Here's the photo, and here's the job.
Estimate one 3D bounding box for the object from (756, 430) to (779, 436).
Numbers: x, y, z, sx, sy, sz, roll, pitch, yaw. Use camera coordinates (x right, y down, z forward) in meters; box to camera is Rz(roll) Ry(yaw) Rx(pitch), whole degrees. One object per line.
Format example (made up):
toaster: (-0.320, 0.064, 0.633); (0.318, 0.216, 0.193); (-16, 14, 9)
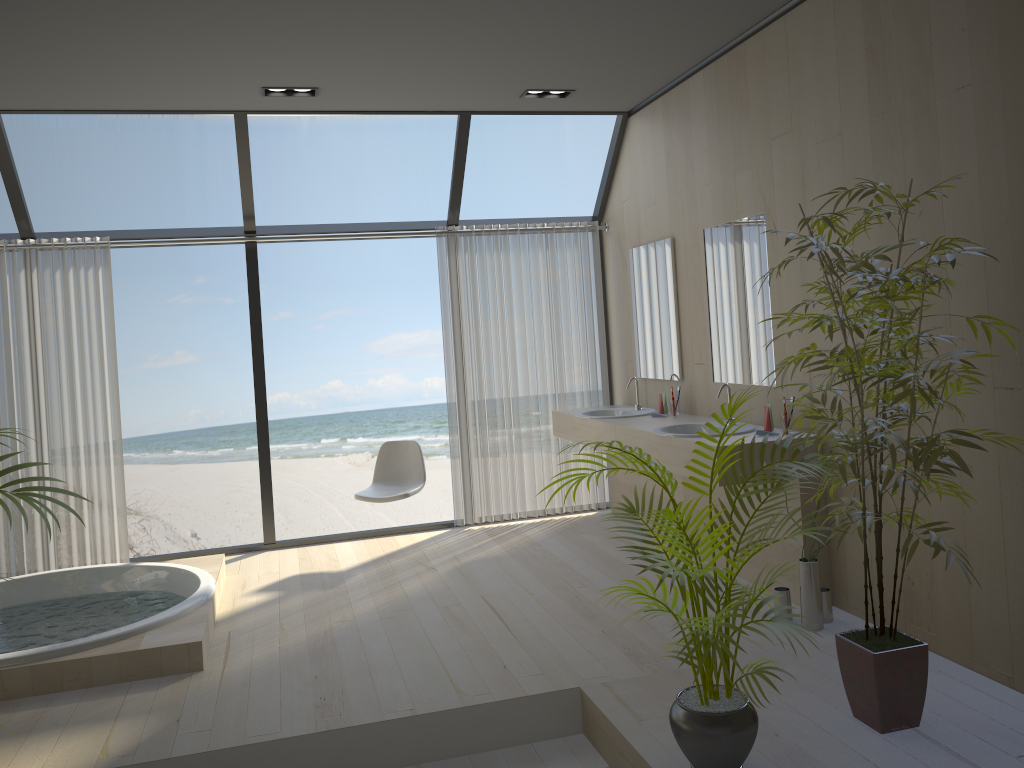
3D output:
object: (1.190, 0.227, 4.123); (0.104, 0.029, 0.033); (-2, 2, 25)

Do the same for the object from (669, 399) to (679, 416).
object: (0.973, 0.145, 5.291); (0.058, 0.100, 0.058); (-4, 1, -8)

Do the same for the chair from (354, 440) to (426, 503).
chair: (-0.768, 0.559, 5.652); (0.368, 0.347, 0.455); (-3, 2, 14)

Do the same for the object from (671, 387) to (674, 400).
object: (0.958, 0.104, 5.264); (0.012, 0.178, 0.050); (-4, 0, 25)

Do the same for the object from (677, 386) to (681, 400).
object: (0.986, 0.103, 5.288); (0.054, 0.175, 0.012); (-4, 0, 10)

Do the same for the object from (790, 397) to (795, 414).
object: (1.294, 0.147, 4.122); (0.054, 0.175, 0.012); (-4, 0, 10)

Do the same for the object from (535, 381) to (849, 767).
object: (0.520, 0.559, 2.626); (0.915, 1.157, 0.752); (-3, 1, 19)

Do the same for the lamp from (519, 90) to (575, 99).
lamp: (0.208, -1.793, 5.318); (0.301, 0.112, 0.164); (-4, 2, -15)

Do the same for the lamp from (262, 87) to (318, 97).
lamp: (-1.240, -1.678, 4.933); (0.301, 0.112, 0.164); (-4, 2, -15)

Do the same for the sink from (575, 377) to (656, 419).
sink: (0.660, 0.173, 5.653); (0.504, 0.419, 0.574); (-4, 2, -11)

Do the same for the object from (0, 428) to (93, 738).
object: (-1.587, 0.633, 2.157); (1.067, 1.345, 0.872); (-4, 1, -26)

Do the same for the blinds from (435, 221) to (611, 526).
blinds: (0.105, -0.099, 6.259); (1.184, 2.071, 0.084); (-4, 0, -15)

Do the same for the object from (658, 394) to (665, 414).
object: (0.903, 0.128, 5.365); (0.039, 0.135, 0.039); (-4, 0, 34)

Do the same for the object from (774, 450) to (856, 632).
object: (1.333, 0.661, 3.846); (0.407, 0.749, 0.273); (-4, 0, -27)

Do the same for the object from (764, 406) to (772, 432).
object: (1.212, 0.172, 4.199); (0.039, 0.135, 0.039); (-4, 0, 27)

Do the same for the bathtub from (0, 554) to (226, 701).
bathtub: (-2.384, 1.187, 4.272); (1.823, 0.698, 1.647); (-4, 3, -15)

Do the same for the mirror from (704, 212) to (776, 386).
mirror: (1.206, -0.431, 4.687); (0.023, 0.868, 0.653); (-4, 1, -15)

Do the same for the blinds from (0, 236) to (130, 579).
blinds: (-3.034, 0.150, 5.424); (1.184, 2.071, 0.084); (-4, 0, -15)

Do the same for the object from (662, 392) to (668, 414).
object: (0.944, 0.119, 5.472); (0.039, 0.135, 0.039); (-4, 0, 34)

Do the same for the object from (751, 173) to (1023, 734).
object: (1.213, 0.214, 2.859); (0.786, 1.757, 0.936); (-4, 0, 10)

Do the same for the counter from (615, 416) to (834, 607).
counter: (1.032, 0.626, 4.530); (0.551, 0.790, 1.205); (-4, 2, -15)

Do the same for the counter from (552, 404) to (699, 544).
counter: (0.724, 0.582, 5.696); (0.551, 0.790, 1.205); (-4, 2, -15)

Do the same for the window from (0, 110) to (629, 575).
window: (-1.429, -0.309, 5.659); (4.565, 2.814, 0.744); (-4, 0, -15)

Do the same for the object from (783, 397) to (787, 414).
object: (1.267, 0.149, 4.099); (0.012, 0.178, 0.050); (-4, 0, 25)

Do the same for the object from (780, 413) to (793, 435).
object: (1.282, 0.189, 4.126); (0.058, 0.100, 0.058); (-4, 1, -4)

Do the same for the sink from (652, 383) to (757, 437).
sink: (0.969, 0.217, 4.487); (0.504, 0.419, 0.574); (-4, 2, -11)

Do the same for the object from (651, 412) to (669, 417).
object: (0.881, 0.182, 5.288); (0.104, 0.029, 0.033); (-2, 2, 25)

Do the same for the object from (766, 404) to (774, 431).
object: (1.252, 0.163, 4.306); (0.039, 0.135, 0.039); (-4, 0, 27)

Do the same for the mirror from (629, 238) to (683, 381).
mirror: (0.915, -0.467, 5.682); (0.023, 0.868, 0.653); (-4, 1, -15)
